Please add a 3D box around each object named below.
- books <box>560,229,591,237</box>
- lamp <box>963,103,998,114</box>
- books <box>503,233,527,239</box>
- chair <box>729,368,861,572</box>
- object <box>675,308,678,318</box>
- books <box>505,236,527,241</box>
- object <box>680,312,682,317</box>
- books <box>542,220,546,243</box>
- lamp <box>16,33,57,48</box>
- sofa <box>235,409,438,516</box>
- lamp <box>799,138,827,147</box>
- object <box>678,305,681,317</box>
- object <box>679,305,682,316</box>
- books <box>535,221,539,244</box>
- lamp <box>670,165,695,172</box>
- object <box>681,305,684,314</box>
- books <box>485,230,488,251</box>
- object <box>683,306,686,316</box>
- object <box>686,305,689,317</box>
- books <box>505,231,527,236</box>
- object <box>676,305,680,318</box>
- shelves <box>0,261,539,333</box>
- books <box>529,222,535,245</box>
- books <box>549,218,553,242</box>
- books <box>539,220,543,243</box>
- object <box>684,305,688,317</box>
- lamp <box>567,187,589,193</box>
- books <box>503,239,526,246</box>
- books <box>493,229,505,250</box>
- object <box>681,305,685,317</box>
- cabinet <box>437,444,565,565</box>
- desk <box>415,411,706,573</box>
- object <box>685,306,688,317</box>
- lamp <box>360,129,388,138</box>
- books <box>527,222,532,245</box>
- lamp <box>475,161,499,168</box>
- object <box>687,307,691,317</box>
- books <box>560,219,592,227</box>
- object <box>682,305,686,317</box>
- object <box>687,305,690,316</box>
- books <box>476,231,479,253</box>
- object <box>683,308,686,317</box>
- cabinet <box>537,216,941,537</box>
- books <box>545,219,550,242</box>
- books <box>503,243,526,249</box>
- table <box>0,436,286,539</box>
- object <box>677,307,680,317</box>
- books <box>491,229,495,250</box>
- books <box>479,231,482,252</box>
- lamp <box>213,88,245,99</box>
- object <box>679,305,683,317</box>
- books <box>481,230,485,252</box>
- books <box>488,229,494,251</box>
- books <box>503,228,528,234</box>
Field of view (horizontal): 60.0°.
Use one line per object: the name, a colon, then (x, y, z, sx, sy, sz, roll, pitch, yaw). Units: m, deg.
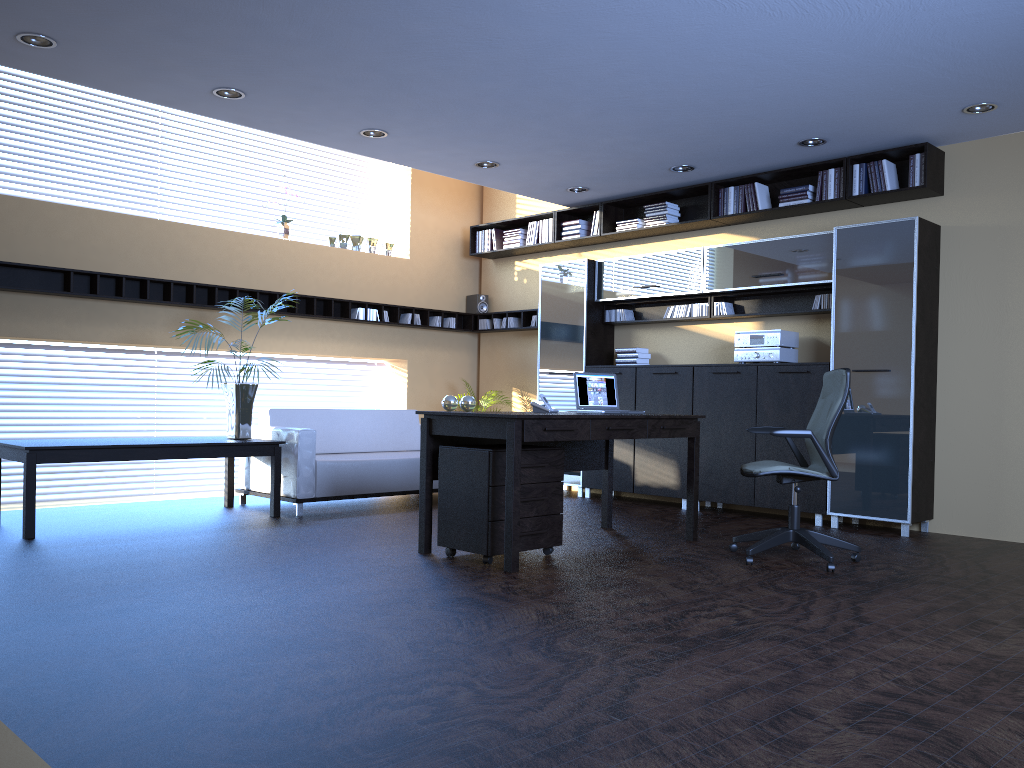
books: (0.676, -1.581, 9.342, 0.258, 0.050, 0.207, 0, -1, 45)
lamp: (3.187, -1.919, 6.029, 0.208, 0.096, 0.209, 2, -1, -27)
books: (0.061, -1.652, 9.960, 0.207, 0.028, 0.258, 2, -1, -44)
chair: (1.822, 0.502, 5.587, 0.768, 1.216, 0.832, 1, 0, 2)
object: (1.621, -0.689, 8.495, 0.140, 0.116, 0.036, 2, 0, -45)
books: (0.082, -1.623, 9.967, 0.207, 0.028, 0.258, 2, -1, -45)
object: (1.663, -0.689, 8.453, 0.142, 0.118, 0.040, 2, 0, -45)
books: (0.416, -1.635, 9.614, 0.207, 0.258, 0.050, 1, 0, -45)
lamp: (-2.786, -2.057, 5.197, 0.209, 0.096, 0.208, 2, -1, -45)
sofa: (-1.343, 0.662, 8.165, 2.057, 0.848, 1.014, 2, -1, -45)
lamp: (2.338, -1.922, 6.885, 0.209, 0.096, 0.208, 1, -1, 39)
object: (1.641, -0.689, 8.474, 0.142, 0.118, 0.040, 2, 0, -45)
object: (1.650, -0.689, 8.468, 0.142, 0.118, 0.040, 2, 0, -45)
books: (0.340, -1.635, 9.703, 0.075, 0.260, 0.207, 2, 0, 45)
lamp: (1.489, -1.925, 7.741, 0.209, 0.096, 0.208, 1, -1, 39)
object: (1.662, -0.688, 8.451, 0.140, 0.116, 0.036, 2, 0, -45)
books: (-0.227, -1.637, 10.260, 0.207, 0.258, 0.050, 1, 0, -44)
object: (1.677, -0.688, 8.439, 0.142, 0.118, 0.040, 2, 0, -45)
object: (1.706, -0.688, 8.410, 0.142, 0.118, 0.040, 2, 0, -45)
books: (0.081, -1.680, 9.962, 0.258, 0.028, 0.207, 0, -1, 45)
object: (1.624, -0.689, 8.485, 0.142, 0.118, 0.040, 2, 0, -45)
shelves: (-2.359, -0.805, 7.980, 6.624, 0.213, 1.249, 2, -1, -45)
books: (0.284, -1.636, 9.737, 0.207, 0.260, 0.075, 1, 0, -45)
books: (0.484, -1.635, 9.535, 0.207, 0.258, 0.050, 1, 0, -45)
books: (0.379, -1.635, 9.651, 0.207, 0.258, 0.050, 1, 0, -44)
object: (1.689, -0.689, 8.422, 0.142, 0.118, 0.040, 2, 0, -45)
lamp: (0.640, -1.928, 8.597, 0.208, 0.096, 0.209, 2, -1, -27)
books: (0.064, -1.583, 9.970, 0.258, 0.050, 0.207, 0, -1, 44)
books: (-0.125, -1.637, 10.154, 0.075, 0.260, 0.207, 2, 0, 44)
object: (1.666, -0.689, 8.441, 0.142, 0.118, 0.040, 2, 0, -45)
cabinet: (-0.055, 0.729, 5.511, 0.634, 0.680, 0.500, 1, 0, -45)
desk: (0.378, 0.641, 5.917, 1.895, 0.890, 0.913, 2, -1, -45)
object: (1.699, -0.688, 8.418, 0.040, 0.118, 0.142, 2, 0, 45)
lamp: (-1.073, -1.993, 6.897, 0.209, 0.096, 0.208, 1, -1, 15)
books: (0.262, -1.636, 9.760, 0.075, 0.260, 0.207, 2, 0, 45)
lamp: (-0.216, -1.961, 7.747, 0.209, 0.096, 0.208, 1, -1, 27)
object: (1.719, -0.688, 8.394, 0.142, 0.118, 0.040, 2, 0, -45)
books: (0.676, -1.682, 9.352, 0.258, 0.050, 0.207, 0, -1, 45)
object: (1.674, -0.689, 8.435, 0.140, 0.116, 0.036, 2, 0, -45)
object: (1.710, -0.688, 8.400, 0.140, 0.116, 0.036, 2, 0, -45)
books: (-0.337, -1.638, 10.370, 0.207, 0.258, 0.050, 1, 0, -45)
object: (1.687, -0.688, 8.434, 0.142, 0.118, 0.040, 2, 0, -45)
cabinet: (1.789, -0.048, 8.143, 0.490, 2.399, 3.875, 1, 0, -45)
books: (0.447, -1.635, 9.571, 0.207, 0.258, 0.050, 1, 0, -44)
books: (0.067, -1.531, 9.959, 0.207, 0.050, 0.258, 2, -1, -44)
table: (-2.797, 0.732, 6.719, 1.895, 0.603, 0.897, 2, -1, -45)
object: (1.635, -0.689, 8.482, 0.036, 0.116, 0.140, 2, 0, 45)
books: (-0.144, -1.637, 10.181, 0.075, 0.260, 0.207, 2, 0, 45)
books: (-0.298, -1.638, 10.335, 0.050, 0.258, 0.207, 2, 0, 45)
lamp: (-1.929, -2.025, 6.047, 0.209, 0.096, 0.208, 1, -1, 15)
object: (1.653, -0.689, 8.456, 0.036, 0.116, 0.140, 2, 0, 45)
books: (-0.269, -1.638, 10.291, 0.050, 0.258, 0.207, 2, 0, 44)
books: (-0.190, -1.637, 10.223, 0.050, 0.258, 0.207, 2, 0, 45)
books: (0.066, -1.708, 9.976, 0.258, 0.028, 0.207, 0, -1, 45)
